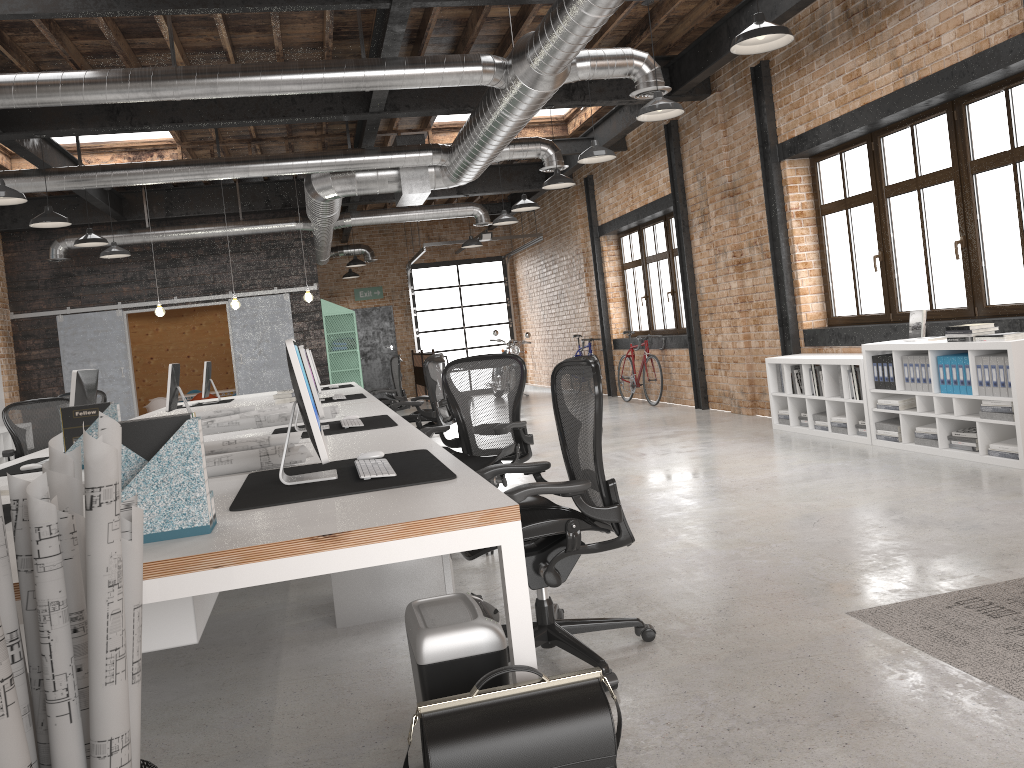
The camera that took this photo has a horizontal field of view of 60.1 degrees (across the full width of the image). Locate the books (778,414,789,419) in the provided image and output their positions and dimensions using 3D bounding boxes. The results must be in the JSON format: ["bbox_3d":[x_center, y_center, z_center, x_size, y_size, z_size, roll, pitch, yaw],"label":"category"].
[{"bbox_3d":[2.673,0.289,8.354,0.207,0.067,0.275,-7,3,-12],"label":"books"}]

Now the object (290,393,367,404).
[{"bbox_3d":[-1.699,0.149,8.131,0.688,0.008,0.848,-7,3,-12],"label":"object"}]

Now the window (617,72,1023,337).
[{"bbox_3d":[2.682,-1.424,9.886,0.147,1.689,8.636,-7,3,-12],"label":"window"}]

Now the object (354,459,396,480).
[{"bbox_3d":[-0.480,0.292,3.085,0.119,0.017,0.439,-7,3,-12],"label":"object"}]

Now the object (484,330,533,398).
[{"bbox_3d":[-0.092,-0.391,17.215,0.815,1.359,2.174,-7,3,-24],"label":"object"}]

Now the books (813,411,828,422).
[{"bbox_3d":[2.808,0.283,7.754,0.217,0.078,0.291,-7,3,-12],"label":"books"}]

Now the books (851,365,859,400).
[{"bbox_3d":[2.907,-0.044,7.197,0.259,0.352,0.070,-7,1,-7],"label":"books"}]

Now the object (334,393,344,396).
[{"bbox_3d":[-1.650,0.106,8.439,0.106,0.028,0.059,-7,3,-14],"label":"object"}]

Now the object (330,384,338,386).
[{"bbox_3d":[-2.244,0.015,11.142,0.106,0.028,0.059,-7,3,-14],"label":"object"}]

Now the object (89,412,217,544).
[{"bbox_3d":[-0.951,0.249,2.338,0.281,0.312,0.150,-7,1,-12],"label":"object"}]

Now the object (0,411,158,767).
[{"bbox_3d":[-0.915,0.610,1.744,0.413,1.210,0.439,-7,1,-34],"label":"object"}]

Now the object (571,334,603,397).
[{"bbox_3d":[1.211,-0.325,14.996,0.402,1.039,1.737,-7,3,-18],"label":"object"}]

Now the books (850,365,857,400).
[{"bbox_3d":[2.900,-0.046,7.220,0.258,0.354,0.049,-7,1,-7],"label":"books"}]

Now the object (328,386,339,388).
[{"bbox_3d":[-2.180,0.033,10.820,0.119,0.017,0.439,-7,3,-12],"label":"object"}]

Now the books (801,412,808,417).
[{"bbox_3d":[2.777,0.265,8.041,0.199,0.054,0.240,-7,3,-12],"label":"books"}]

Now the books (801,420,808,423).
[{"bbox_3d":[2.762,0.327,8.049,0.164,0.047,0.239,-7,3,-12],"label":"books"}]

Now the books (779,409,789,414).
[{"bbox_3d":[2.673,0.245,8.343,0.215,0.051,0.252,-7,3,-12],"label":"books"}]

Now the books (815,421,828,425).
[{"bbox_3d":[2.812,0.320,7.736,0.215,0.046,0.251,-7,3,-12],"label":"books"}]

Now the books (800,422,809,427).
[{"bbox_3d":[2.770,0.355,8.064,0.184,0.049,0.261,-7,3,-12],"label":"books"}]

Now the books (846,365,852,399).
[{"bbox_3d":[2.896,-0.025,7.306,0.259,0.305,0.040,-7,1,-7],"label":"books"}]

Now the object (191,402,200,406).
[{"bbox_3d":[-3.724,0.236,10.310,0.119,0.017,0.439,-7,3,-12],"label":"object"}]

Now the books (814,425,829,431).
[{"bbox_3d":[2.812,0.364,7.748,0.207,0.061,0.274,-7,3,-12],"label":"books"}]

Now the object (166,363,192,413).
[{"bbox_3d":[-2.999,0.059,7.921,0.190,0.485,0.484,-7,2,-12],"label":"object"}]

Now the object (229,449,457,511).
[{"bbox_3d":[-0.588,0.318,3.073,0.688,0.008,0.848,-7,3,-12],"label":"object"}]

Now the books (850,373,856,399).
[{"bbox_3d":[2.862,0.016,7.230,0.162,0.240,0.054,-7,1,-7],"label":"books"}]

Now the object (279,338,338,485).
[{"bbox_3d":[-0.728,0.087,3.061,0.190,0.485,0.484,-7,2,-12],"label":"object"}]

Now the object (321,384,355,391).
[{"bbox_3d":[-2.293,0.058,10.833,0.688,0.008,0.848,-7,3,-13],"label":"object"}]

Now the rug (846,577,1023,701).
[{"bbox_3d":[2.911,0.754,2.195,2.732,0.004,2.997,-7,3,-12],"label":"rug"}]

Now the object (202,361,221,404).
[{"bbox_3d":[-3.528,-0.022,10.331,0.190,0.485,0.484,-7,2,-12],"label":"object"}]

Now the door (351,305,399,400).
[{"bbox_3d":[-3.036,-0.649,19.626,0.999,2.098,0.218,-7,0,-12],"label":"door"}]

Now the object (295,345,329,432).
[{"bbox_3d":[-1.169,0.020,5.071,0.190,0.485,0.484,-7,2,-12],"label":"object"}]

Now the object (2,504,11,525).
[{"bbox_3d":[-1.973,0.487,2.844,0.688,0.008,0.848,-7,3,-11],"label":"object"}]

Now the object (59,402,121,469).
[{"bbox_3d":[-2.089,0.256,4.415,0.281,0.312,0.150,-7,1,-12],"label":"object"}]

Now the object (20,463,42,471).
[{"bbox_3d":[-2.465,0.424,4.543,0.106,0.028,0.059,-7,3,-14],"label":"object"}]

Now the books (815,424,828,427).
[{"bbox_3d":[2.814,0.338,7.740,0.219,0.034,0.260,-7,3,-12],"label":"books"}]

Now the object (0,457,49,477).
[{"bbox_3d":[-2.420,0.419,4.875,0.688,0.008,0.848,-7,3,-11],"label":"object"}]

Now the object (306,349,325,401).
[{"bbox_3d":[-1.833,-0.082,8.093,0.190,0.485,0.484,-7,2,-12],"label":"object"}]

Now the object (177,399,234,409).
[{"bbox_3d":[-3.614,0.236,10.313,0.688,0.008,0.848,-7,3,-13],"label":"object"}]

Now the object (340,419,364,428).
[{"bbox_3d":[-0.922,0.225,5.095,0.119,0.017,0.439,-7,3,-12],"label":"object"}]

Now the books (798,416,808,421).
[{"bbox_3d":[2.780,0.296,8.066,0.222,0.055,0.282,-7,3,-12],"label":"books"}]

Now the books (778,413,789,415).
[{"bbox_3d":[2.674,0.263,8.347,0.219,0.039,0.260,-7,3,-12],"label":"books"}]

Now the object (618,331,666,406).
[{"bbox_3d":[1.765,-0.240,12.473,0.402,1.039,1.737,-7,3,-18],"label":"object"}]

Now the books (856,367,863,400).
[{"bbox_3d":[2.905,-0.005,7.133,0.222,0.283,0.061,-7,1,-7],"label":"books"}]

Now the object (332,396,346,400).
[{"bbox_3d":[-1.586,0.124,8.118,0.119,0.017,0.439,-7,3,-12],"label":"object"}]

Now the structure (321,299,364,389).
[{"bbox_3d":[-2.858,-0.404,15.073,0.557,2.099,1.117,-7,1,-12],"label":"structure"}]

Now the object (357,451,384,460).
[{"bbox_3d":[-0.544,0.274,3.407,0.106,0.028,0.059,-7,3,-11],"label":"object"}]

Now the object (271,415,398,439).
[{"bbox_3d":[-1.031,0.251,5.091,0.688,0.008,0.848,-7,3,-12],"label":"object"}]

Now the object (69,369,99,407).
[{"bbox_3d":[-2.332,0.161,4.885,0.190,0.485,0.484,-7,2,-12],"label":"object"}]

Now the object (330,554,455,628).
[{"bbox_3d":[-0.552,0.808,4.034,0.542,0.454,0.221,-7,1,-12],"label":"object"}]

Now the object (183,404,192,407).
[{"bbox_3d":[-3.661,0.241,9.988,0.106,0.028,0.059,-7,3,-11],"label":"object"}]

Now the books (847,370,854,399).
[{"bbox_3d":[2.861,0.003,7.261,0.182,0.262,0.056,-7,1,-7],"label":"books"}]

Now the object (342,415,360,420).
[{"bbox_3d":[-0.986,0.207,5.417,0.106,0.028,0.059,-7,3,-14],"label":"object"}]

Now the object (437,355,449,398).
[{"bbox_3d":[-1.460,-0.093,17.827,0.410,1.032,1.735,-6,3,-6],"label":"object"}]

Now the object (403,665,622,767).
[{"bbox_3d":[0.009,0.874,2.100,0.549,0.429,0.268,-7,1,-14],"label":"object"}]

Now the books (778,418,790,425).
[{"bbox_3d":[2.683,0.338,8.363,0.217,0.072,0.289,-7,3,-12],"label":"books"}]

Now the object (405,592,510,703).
[{"bbox_3d":[-0.137,0.848,2.440,0.251,0.465,0.338,-7,1,-12],"label":"object"}]

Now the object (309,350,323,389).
[{"bbox_3d":[-2.427,-0.172,10.796,0.190,0.485,0.484,-7,2,-12],"label":"object"}]

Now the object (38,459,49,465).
[{"bbox_3d":[-2.527,0.419,4.864,0.119,0.017,0.439,-7,3,-12],"label":"object"}]
